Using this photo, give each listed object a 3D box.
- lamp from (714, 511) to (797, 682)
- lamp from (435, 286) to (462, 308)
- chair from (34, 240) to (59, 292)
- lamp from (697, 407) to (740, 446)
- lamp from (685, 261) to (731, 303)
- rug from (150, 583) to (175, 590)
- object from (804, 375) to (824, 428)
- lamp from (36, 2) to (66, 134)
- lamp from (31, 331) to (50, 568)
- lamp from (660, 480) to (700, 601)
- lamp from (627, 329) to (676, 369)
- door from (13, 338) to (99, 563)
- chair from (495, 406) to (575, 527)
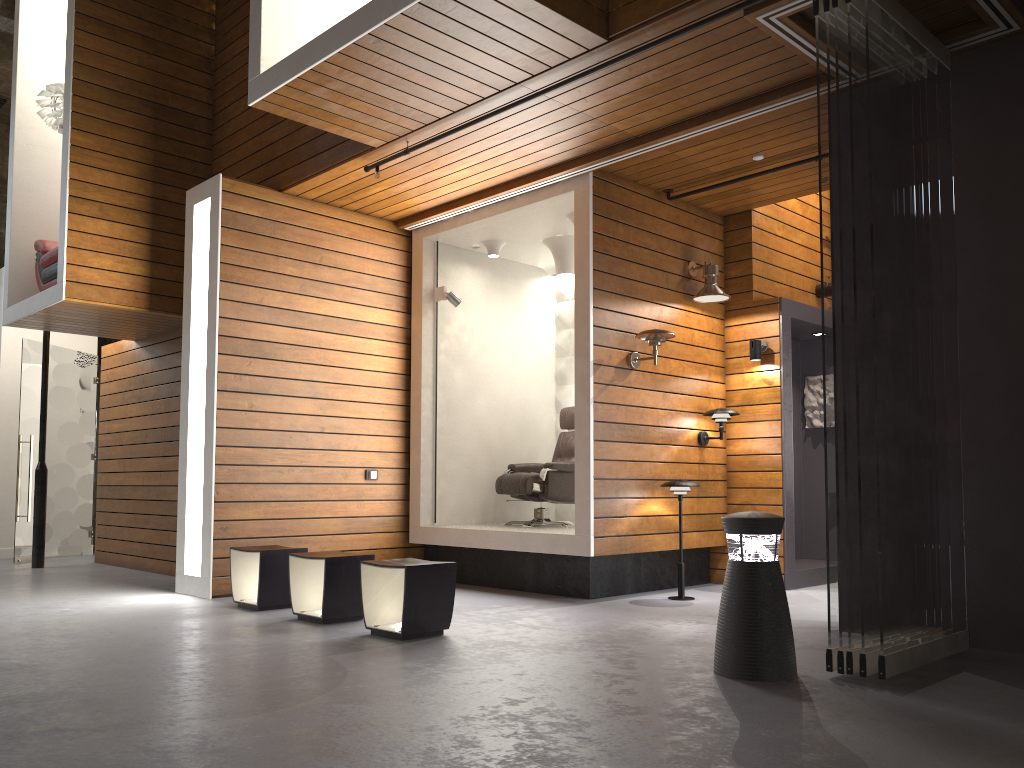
[{"bbox_3d":[1.052,0.904,3.852,0.348,0.694,0.349,4,-6,-38],"label":"lamp"},{"bbox_3d":[-0.546,-0.743,7.548,0.249,0.188,0.130,-1,-5,14],"label":"lamp"},{"bbox_3d":[-3.540,-1.153,7.802,0.954,0.934,1.202,5,-8,-44],"label":"chair"},{"bbox_3d":[1.629,0.334,6.966,0.288,0.296,0.327,5,-7,-44],"label":"lamp"},{"bbox_3d":[1.537,-0.823,6.937,0.295,0.330,0.346,5,-7,-42],"label":"lamp"},{"bbox_3d":[-2.164,1.658,7.471,1.581,0.014,0.541,7,-9,-44],"label":"rug"},{"bbox_3d":[2.845,0.157,8.058,0.048,0.476,0.381,4,-6,-44],"label":"object"},{"bbox_3d":[-3.833,-3.056,7.702,0.512,1.768,0.489,-1,-4,9],"label":"lamp"},{"bbox_3d":[-4.612,0.400,8.713,0.630,2.937,0.632,0,-4,-3],"label":"lamp"},{"bbox_3d":[1.216,1.114,6.382,0.288,0.859,0.288,-2,-5,31],"label":"lamp"},{"bbox_3d":[1.005,-0.260,6.370,0.288,0.270,0.352,5,-8,-44],"label":"lamp"},{"bbox_3d":[-4.948,0.743,9.676,0.146,2.296,1.290,0,-4,8],"label":"door"},{"bbox_3d":[0.338,0.698,7.747,0.826,1.068,0.757,3,-5,-29],"label":"chair"}]
